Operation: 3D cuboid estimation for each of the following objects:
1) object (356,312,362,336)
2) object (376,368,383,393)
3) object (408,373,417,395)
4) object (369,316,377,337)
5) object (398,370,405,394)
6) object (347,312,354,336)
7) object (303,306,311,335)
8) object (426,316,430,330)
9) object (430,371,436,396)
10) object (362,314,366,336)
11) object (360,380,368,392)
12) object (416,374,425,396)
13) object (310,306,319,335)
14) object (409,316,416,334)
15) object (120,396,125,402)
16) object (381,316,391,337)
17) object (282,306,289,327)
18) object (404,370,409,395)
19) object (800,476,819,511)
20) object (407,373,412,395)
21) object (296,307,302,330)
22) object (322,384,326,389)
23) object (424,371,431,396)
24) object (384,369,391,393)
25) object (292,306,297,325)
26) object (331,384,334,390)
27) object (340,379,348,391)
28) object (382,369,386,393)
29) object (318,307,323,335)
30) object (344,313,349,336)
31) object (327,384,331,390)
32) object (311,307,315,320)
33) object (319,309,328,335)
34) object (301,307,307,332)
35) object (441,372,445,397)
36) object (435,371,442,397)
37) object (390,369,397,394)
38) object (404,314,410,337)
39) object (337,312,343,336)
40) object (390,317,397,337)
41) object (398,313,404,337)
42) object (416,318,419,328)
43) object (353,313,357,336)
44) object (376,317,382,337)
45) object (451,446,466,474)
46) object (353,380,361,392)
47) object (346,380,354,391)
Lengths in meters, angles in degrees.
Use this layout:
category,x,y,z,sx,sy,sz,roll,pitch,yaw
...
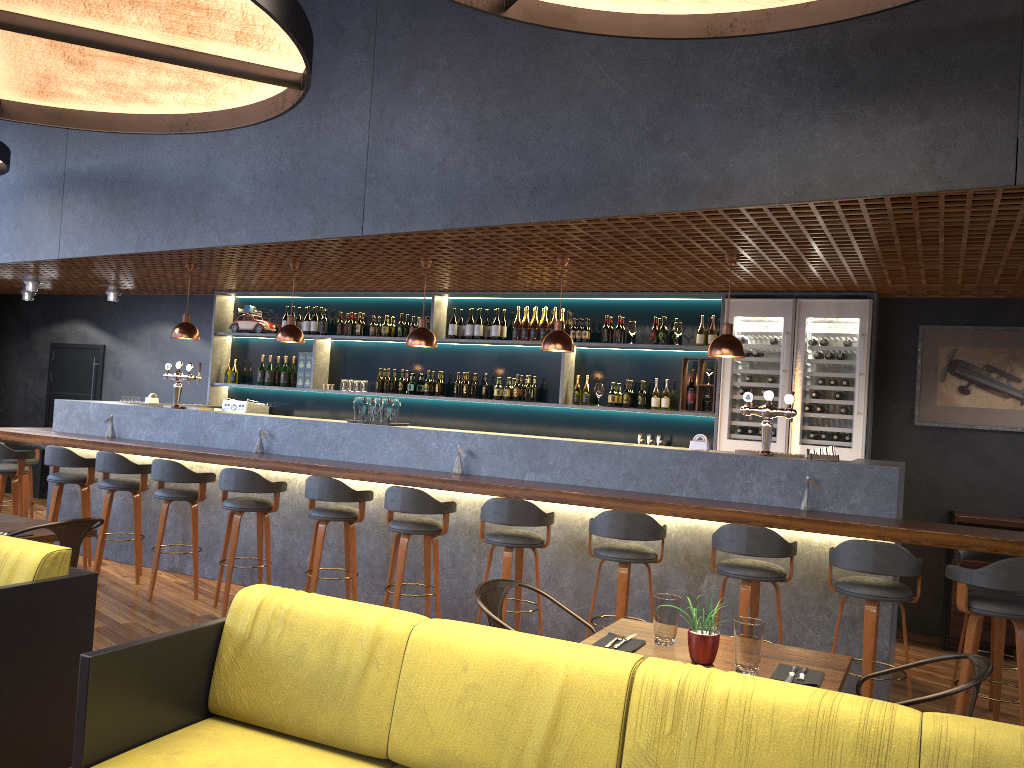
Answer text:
category,x,y,z,sx,sy,sz,roll,pitch,yaw
object,-1.606,-0.627,9.331,0.063,0.254,0.063,2,-2,44
object,-1.374,-0.035,9.209,0.063,0.254,0.063,4,-1,-2
object,-1.013,-0.001,9.056,0.088,0.224,0.088,3,-2,41
object,-1.445,-0.600,9.236,0.068,0.217,0.068,3,-1,16
object,-1.135,-0.021,9.157,0.063,0.254,0.063,5,-2,-36
object,-1.708,-0.632,9.401,0.063,0.254,0.063,4,-1,-2
object,-2.217,-0.688,9.628,0.086,0.310,0.085,2,-2,45
object,-0.862,-0.573,8.984,0.088,0.224,0.088,3,-2,41
object,-0.810,-0.003,9.052,0.063,0.254,0.063,4,-2,-31
object,-1.589,-0.623,9.444,0.063,0.254,0.063,4,-1,-26
object,-1.558,0.023,9.338,0.084,0.119,0.084,4,-1,-19
object,-0.938,0.006,9.145,0.088,0.224,0.088,4,-1,1
object,-2.125,-0.683,9.581,0.085,0.310,0.086,4,-2,-31
object,-1.006,-0.578,9.022,0.068,0.217,0.068,3,-1,11
object,-3.866,0.153,8.803,0.042,0.059,0.042,3,-1,23
object,-1.304,-0.596,9.199,0.088,0.224,0.088,3,-1,21
object,-2.483,-0.702,9.755,0.085,0.310,0.086,4,-2,-31
object,-1.100,-0.017,9.238,0.063,0.254,0.063,4,-1,-2
object,1.788,0.660,5.352,0.114,0.203,0.069,4,-2,-30
object,-1.036,0.000,9.167,0.088,0.224,0.088,4,-1,-9
object,-2.355,-0.693,9.795,0.086,0.310,0.085,3,-2,37
object,-2.025,0.028,9.543,0.042,0.059,0.042,4,-1,-12
object,-0.852,-0.007,8.983,0.063,0.254,0.063,2,-2,44
object,-1.284,-0.030,9.164,0.063,0.254,0.063,3,-1,13
object,-2.400,-0.698,9.712,0.085,0.310,0.086,5,-2,-37
object,-1.919,0.033,9.492,0.042,0.059,0.042,4,-1,-12
object,-1.790,0.011,9.451,0.084,0.119,0.084,4,-1,-19
object,-1.341,-0.031,9.302,0.063,0.254,0.063,3,-1,18
object,-2.084,-0.679,9.666,0.085,0.310,0.086,4,-1,-23
object,-1.767,-0.633,9.518,0.063,0.254,0.063,4,-1,3
object,-1.956,0.031,9.469,0.042,0.059,0.042,4,-1,-12
object,-2.168,-0.683,9.710,0.085,0.310,0.086,5,-2,-37
object,-2.019,-0.660,9.534,0.083,0.301,0.083,3,-2,33
object,-2.269,-0.688,9.751,0.085,0.310,0.086,5,-2,-37
object,-0.716,0.002,9.000,0.063,0.254,0.063,4,-1,-2
object,-0.732,-0.001,8.917,0.063,0.254,0.063,4,-1,-22
object,-1.230,-0.025,9.248,0.063,0.254,0.063,4,-1,-17
object,-1.089,-0.597,9.199,0.063,0.254,0.063,5,-2,-36
object,-1.825,-0.638,9.426,0.063,0.254,0.063,3,-1,8
object,-1.250,-0.590,9.291,0.088,0.224,0.088,3,-1,21
object,-1.139,-0.602,9.124,0.063,0.254,0.063,4,-1,-16
object,-0.959,-0.573,9.103,0.068,0.217,0.068,3,-2,31
object,-1.683,-0.628,9.481,0.063,0.254,0.063,4,-1,-2
object,-1.397,-0.596,9.316,0.068,0.217,0.068,5,-2,-44
object,-0.377,0.547,6.398,0.114,0.203,0.069,3,-1,15
object,-1.637,0.019,9.377,0.084,0.119,0.084,4,-1,-19
object,-1.714,0.015,9.414,0.084,0.119,0.084,4,-1,-19
